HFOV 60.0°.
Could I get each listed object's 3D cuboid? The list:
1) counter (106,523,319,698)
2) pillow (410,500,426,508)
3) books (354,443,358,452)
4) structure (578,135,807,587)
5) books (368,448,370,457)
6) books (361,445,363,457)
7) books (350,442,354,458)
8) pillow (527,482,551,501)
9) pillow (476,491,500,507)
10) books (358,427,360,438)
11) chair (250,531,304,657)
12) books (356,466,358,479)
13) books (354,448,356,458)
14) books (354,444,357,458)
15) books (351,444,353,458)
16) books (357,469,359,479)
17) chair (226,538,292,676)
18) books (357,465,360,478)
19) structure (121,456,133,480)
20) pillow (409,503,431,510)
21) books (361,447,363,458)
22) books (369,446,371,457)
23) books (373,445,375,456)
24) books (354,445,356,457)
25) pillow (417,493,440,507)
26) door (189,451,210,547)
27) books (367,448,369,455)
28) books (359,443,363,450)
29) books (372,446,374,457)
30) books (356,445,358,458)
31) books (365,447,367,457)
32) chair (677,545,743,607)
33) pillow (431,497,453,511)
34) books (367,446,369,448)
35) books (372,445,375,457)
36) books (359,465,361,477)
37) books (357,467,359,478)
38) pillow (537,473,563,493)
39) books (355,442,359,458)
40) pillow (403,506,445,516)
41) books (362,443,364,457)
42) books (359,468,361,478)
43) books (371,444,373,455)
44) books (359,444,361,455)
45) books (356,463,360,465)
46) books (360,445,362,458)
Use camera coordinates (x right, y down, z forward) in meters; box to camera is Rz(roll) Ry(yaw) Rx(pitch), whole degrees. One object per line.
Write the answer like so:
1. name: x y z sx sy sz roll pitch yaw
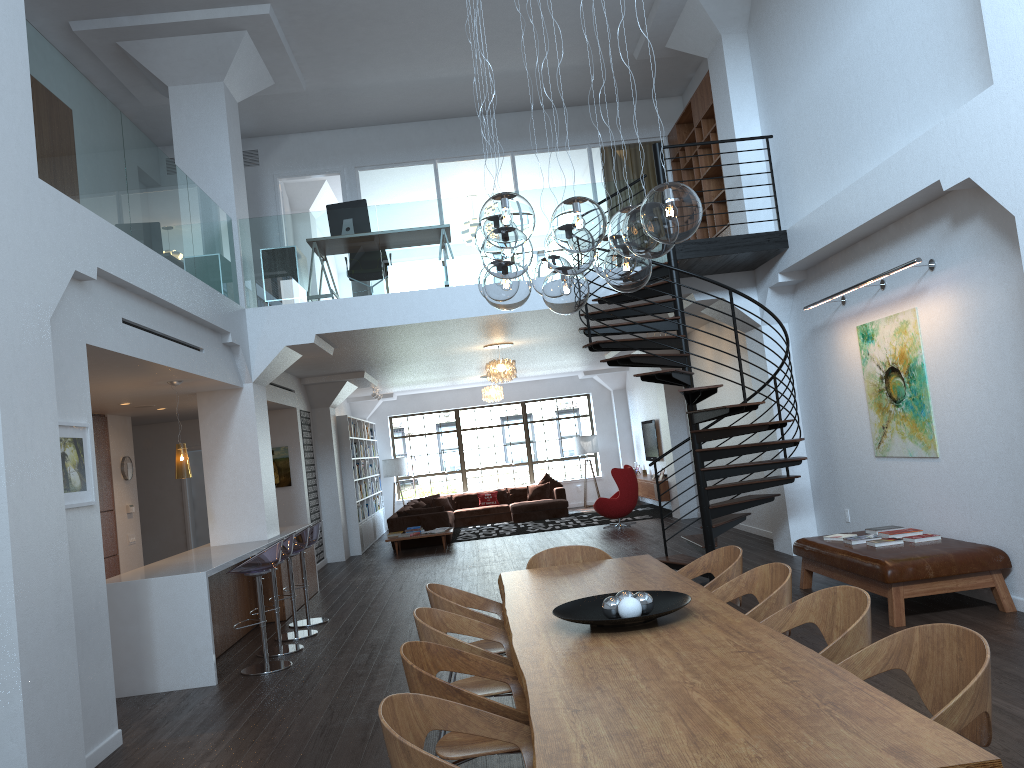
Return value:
1. counter: -1.869 1.863 7.465 3.039 0.860 8.182 -4 -5 -32
2. pillow: -1.751 2.482 17.355 0.325 0.391 0.625 -8 -4 13
3. books: -2.965 1.240 16.451 0.198 0.284 0.049 -6 -4 -3
4. structure: 1.697 -0.232 8.680 1.998 4.352 1.998 -3 -5 -42
5. books: -3.029 1.429 18.386 0.136 0.196 0.045 -6 -4 -3
6. books: -2.969 1.308 17.092 0.174 0.239 0.045 -6 -4 -3
7. books: -2.897 1.178 15.718 0.176 0.290 0.053 -6 -4 -3
8. pillow: 0.564 2.311 19.024 0.542 0.362 0.248 -8 -4 18
9. pillow: -0.511 2.477 19.082 0.465 0.308 0.220 -6 -4 -7
10. books: -3.016 0.942 17.041 0.158 0.226 0.052 -6 -4 -3
11. chair: -2.080 1.829 7.769 0.481 1.014 0.530 -6 -4 -5
12. books: -2.875 1.599 15.967 0.174 0.239 0.045 -6 -4 -3
13. books: -2.939 1.223 16.073 0.180 0.259 0.042 -6 -4 -3
14. books: -2.944 1.238 16.224 0.183 0.253 0.042 -6 -4 -3
15. books: -2.900 1.197 15.639 0.174 0.242 0.105 -6 -4 -3
16. books: -2.876 1.616 16.085 0.161 0.223 0.027 -6 -4 -3
17. chair: -2.024 1.778 7.141 0.481 1.014 0.530 -7 -4 -1
18. books: -2.885 1.611 16.215 0.182 0.253 0.034 -6 -4 -3
19. structure: -4.853 1.063 11.183 0.040 0.300 0.300 -6 -4 -3
20. pillow: -1.581 2.340 15.940 0.559 0.411 0.269 -10 -5 43
21. books: -2.970 1.302 17.041 0.170 0.245 0.057 -6 -4 -3
22. books: -3.042 1.425 18.516 0.158 0.226 0.052 -6 -4 -3
23. books: -3.076 1.464 19.204 0.183 0.253 0.034 -6 -4 -4
24. books: -2.937 1.235 16.151 0.171 0.246 0.039 -6 -4 -3
25. pillow: -1.705 2.575 18.975 0.580 0.418 0.334 -4 -5 -30
26. door: -5.029 2.097 14.019 0.826 2.032 0.174 -6 -4 -3
27. books: -3.027 1.428 18.284 0.134 0.184 0.030 -6 -4 -3
28. books: -2.981 1.290 17.170 0.176 0.290 0.053 -6 -4 -3
29. books: -3.048 1.437 18.863 0.183 0.253 0.034 -6 -4 -4
30. books: -2.939 1.252 16.337 0.174 0.240 0.054 -6 -4 -3
31. books: -2.992 1.377 17.738 0.146 0.202 0.027 -6 -4 -3
32. chair: 1.034 1.356 4.942 0.617 0.830 0.629 -6 -4 -3
33. pillow: -1.509 2.565 18.888 0.489 0.337 0.238 -4 -5 -34
34. books: -3.037 1.418 18.468 0.140 0.231 0.042 -6 -4 -3
35. books: -3.054 1.449 19.024 0.183 0.253 0.034 -6 -4 -4
36. books: -2.888 1.624 16.389 0.182 0.253 0.034 -6 -4 -3
37. books: -2.889 1.618 16.144 0.167 0.230 0.037 -6 -4 -3
38. pillow: 0.751 2.219 19.205 0.651 0.587 0.335 -5 -4 -24
39. books: -2.951 1.239 16.504 0.176 0.291 0.053 -6 -4 -3
40. pillow: -1.527 2.357 15.674 0.750 0.364 0.289 -6 -4 -4
41. books: -2.988 1.298 17.230 0.197 0.283 0.065 -6 -4 -3
42. books: -2.888 1.625 16.315 0.174 0.239 0.045 -6 -4 -3
43. books: -3.052 1.413 18.788 0.176 0.290 0.053 -6 -4 -4
44. books: -2.944 1.269 16.672 0.182 0.253 0.034 -6 -4 -3
45. books: -2.903 1.612 16.452 0.176 0.294 0.102 -6 -4 -3
46. books: -2.957 1.283 16.845 0.182 0.253 0.034 -6 -4 -3
